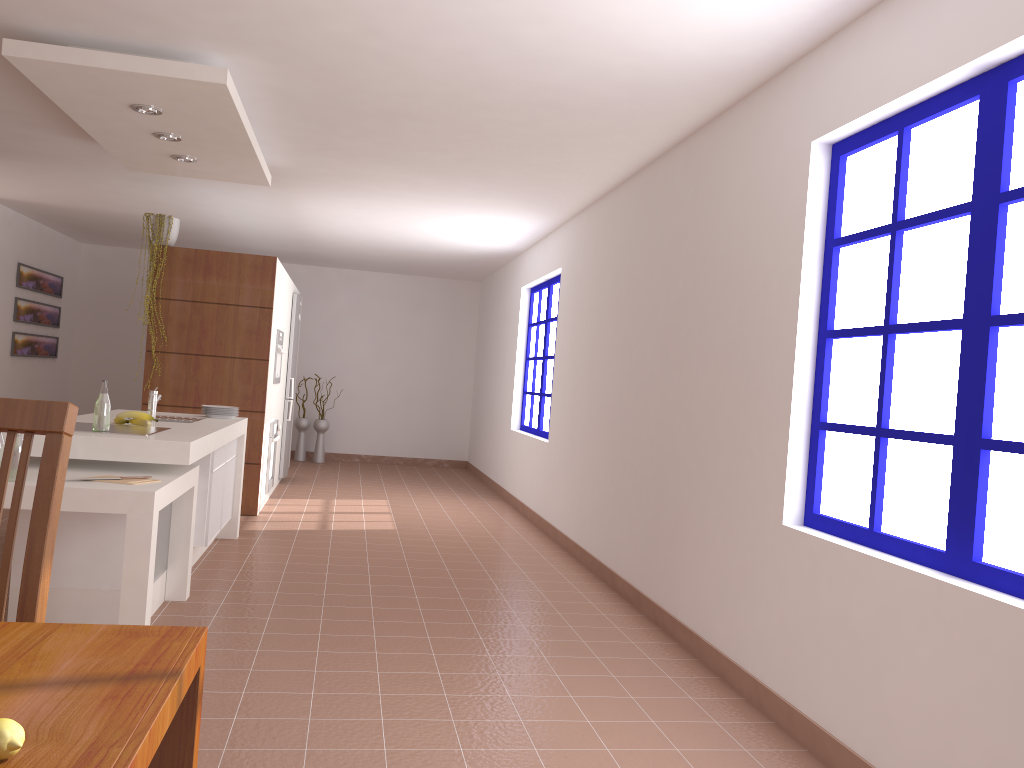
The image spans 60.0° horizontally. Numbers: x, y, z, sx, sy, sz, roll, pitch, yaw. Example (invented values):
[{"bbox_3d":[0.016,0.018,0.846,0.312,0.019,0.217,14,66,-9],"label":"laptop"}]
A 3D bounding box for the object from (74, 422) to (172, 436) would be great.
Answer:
[{"bbox_3d":[-1.921,0.210,4.191,0.493,0.006,0.551,4,0,-10],"label":"object"}]

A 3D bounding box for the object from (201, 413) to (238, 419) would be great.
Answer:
[{"bbox_3d":[-1.896,0.207,5.751,0.228,0.020,0.228,4,0,-28],"label":"object"}]

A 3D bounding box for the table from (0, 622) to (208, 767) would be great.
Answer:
[{"bbox_3d":[-1.304,0.685,0.777,1.800,0.740,0.900,4,0,-10],"label":"table"}]

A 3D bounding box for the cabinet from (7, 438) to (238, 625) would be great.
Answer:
[{"bbox_3d":[-2.005,0.659,4.769,0.737,0.700,2.048,4,0,-10],"label":"cabinet"}]

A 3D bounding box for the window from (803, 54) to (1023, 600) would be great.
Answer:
[{"bbox_3d":[1.314,-0.172,2.486,0.035,1.430,1.699,4,0,-10],"label":"window"}]

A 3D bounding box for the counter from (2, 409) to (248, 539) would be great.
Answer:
[{"bbox_3d":[-2.015,0.608,4.824,0.821,0.800,2.156,4,0,-10],"label":"counter"}]

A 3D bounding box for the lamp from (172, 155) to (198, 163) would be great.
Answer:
[{"bbox_3d":[-1.960,-1.368,5.317,0.143,0.059,0.143,4,0,18],"label":"lamp"}]

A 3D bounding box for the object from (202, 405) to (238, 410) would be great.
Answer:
[{"bbox_3d":[-1.892,0.156,5.751,0.228,0.020,0.228,4,0,-28],"label":"object"}]

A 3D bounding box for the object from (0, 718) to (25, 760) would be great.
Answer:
[{"bbox_3d":[-0.510,0.354,0.886,0.043,0.038,0.043,4,0,-21],"label":"object"}]

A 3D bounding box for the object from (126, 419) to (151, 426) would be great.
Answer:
[{"bbox_3d":[-1.915,0.197,4.571,0.207,0.033,0.060,4,0,35],"label":"object"}]

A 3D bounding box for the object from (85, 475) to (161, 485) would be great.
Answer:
[{"bbox_3d":[-1.584,0.388,3.590,0.266,0.006,0.168,4,0,6],"label":"object"}]

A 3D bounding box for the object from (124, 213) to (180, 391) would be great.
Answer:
[{"bbox_3d":[-2.707,-0.609,6.690,0.279,1.344,0.297,4,0,39],"label":"object"}]

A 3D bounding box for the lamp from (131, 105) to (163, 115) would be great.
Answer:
[{"bbox_3d":[-1.780,-1.356,4.329,0.143,0.059,0.143,4,0,-27],"label":"lamp"}]

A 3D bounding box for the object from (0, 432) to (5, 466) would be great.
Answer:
[{"bbox_3d":[-2.006,0.243,3.447,0.071,0.230,0.071,4,0,-29],"label":"object"}]

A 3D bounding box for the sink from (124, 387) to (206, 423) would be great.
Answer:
[{"bbox_3d":[-2.062,0.198,5.238,0.404,0.368,0.668,4,0,-10],"label":"sink"}]

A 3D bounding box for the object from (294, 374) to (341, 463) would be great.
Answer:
[{"bbox_3d":[-2.425,0.431,11.157,0.655,1.112,0.284,4,0,9],"label":"object"}]

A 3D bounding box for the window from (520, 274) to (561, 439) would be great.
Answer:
[{"bbox_3d":[0.303,-0.238,8.094,0.035,1.430,1.699,4,0,-10],"label":"window"}]

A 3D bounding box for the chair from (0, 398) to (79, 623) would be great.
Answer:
[{"bbox_3d":[-0.980,0.549,1.318,0.444,1.063,0.574,4,0,0],"label":"chair"}]

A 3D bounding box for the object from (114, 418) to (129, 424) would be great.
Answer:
[{"bbox_3d":[-2.022,0.189,4.578,0.060,0.033,0.207,4,0,-30],"label":"object"}]

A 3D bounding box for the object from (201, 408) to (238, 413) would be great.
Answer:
[{"bbox_3d":[-1.894,0.176,5.751,0.228,0.020,0.228,4,0,-28],"label":"object"}]

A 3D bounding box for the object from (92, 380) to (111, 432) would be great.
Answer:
[{"bbox_3d":[-1.843,0.098,3.994,0.071,0.230,0.071,4,0,-29],"label":"object"}]

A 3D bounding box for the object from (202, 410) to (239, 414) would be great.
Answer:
[{"bbox_3d":[-1.895,0.186,5.751,0.228,0.020,0.228,4,0,-28],"label":"object"}]

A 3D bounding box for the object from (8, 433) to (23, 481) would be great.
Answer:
[{"bbox_3d":[-1.883,0.252,3.370,0.071,0.230,0.071,4,0,-29],"label":"object"}]

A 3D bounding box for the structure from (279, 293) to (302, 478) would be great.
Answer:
[{"bbox_3d":[-2.258,0.010,9.084,0.089,1.862,0.604,4,0,-10],"label":"structure"}]

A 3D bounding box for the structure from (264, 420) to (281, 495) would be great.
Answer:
[{"bbox_3d":[-2.053,0.617,7.625,0.058,0.592,0.596,4,0,-10],"label":"structure"}]

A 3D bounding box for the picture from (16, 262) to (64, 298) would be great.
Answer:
[{"bbox_3d":[-5.114,-1.112,9.637,0.015,0.248,1.408,4,0,-10],"label":"picture"}]

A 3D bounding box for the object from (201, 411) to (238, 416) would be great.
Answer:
[{"bbox_3d":[-1.895,0.197,5.751,0.228,0.020,0.228,4,0,-28],"label":"object"}]

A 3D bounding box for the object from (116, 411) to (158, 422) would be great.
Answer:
[{"bbox_3d":[-1.936,0.168,4.590,0.207,0.055,0.047,4,0,-34],"label":"object"}]

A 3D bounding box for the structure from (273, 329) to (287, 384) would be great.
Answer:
[{"bbox_3d":[-1.983,-0.229,7.625,0.056,0.454,0.614,4,0,-10],"label":"structure"}]

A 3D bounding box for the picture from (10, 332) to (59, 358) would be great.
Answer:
[{"bbox_3d":[-5.167,-0.414,9.635,0.015,0.248,1.408,4,0,-10],"label":"picture"}]

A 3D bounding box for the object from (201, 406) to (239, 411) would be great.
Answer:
[{"bbox_3d":[-1.893,0.166,5.751,0.228,0.020,0.228,4,0,-28],"label":"object"}]

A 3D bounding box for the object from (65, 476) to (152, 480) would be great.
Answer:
[{"bbox_3d":[-1.628,0.378,3.555,0.375,0.008,0.041,4,0,-44],"label":"object"}]

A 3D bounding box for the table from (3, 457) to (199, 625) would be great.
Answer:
[{"bbox_3d":[-1.828,0.697,3.787,0.737,0.647,1.003,4,0,-10],"label":"table"}]

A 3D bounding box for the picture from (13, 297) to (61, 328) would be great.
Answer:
[{"bbox_3d":[-5.140,-0.763,9.636,0.015,0.248,1.408,4,0,-10],"label":"picture"}]

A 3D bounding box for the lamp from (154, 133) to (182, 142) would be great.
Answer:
[{"bbox_3d":[-1.871,-1.362,4.826,0.143,0.059,0.143,4,0,18],"label":"lamp"}]
